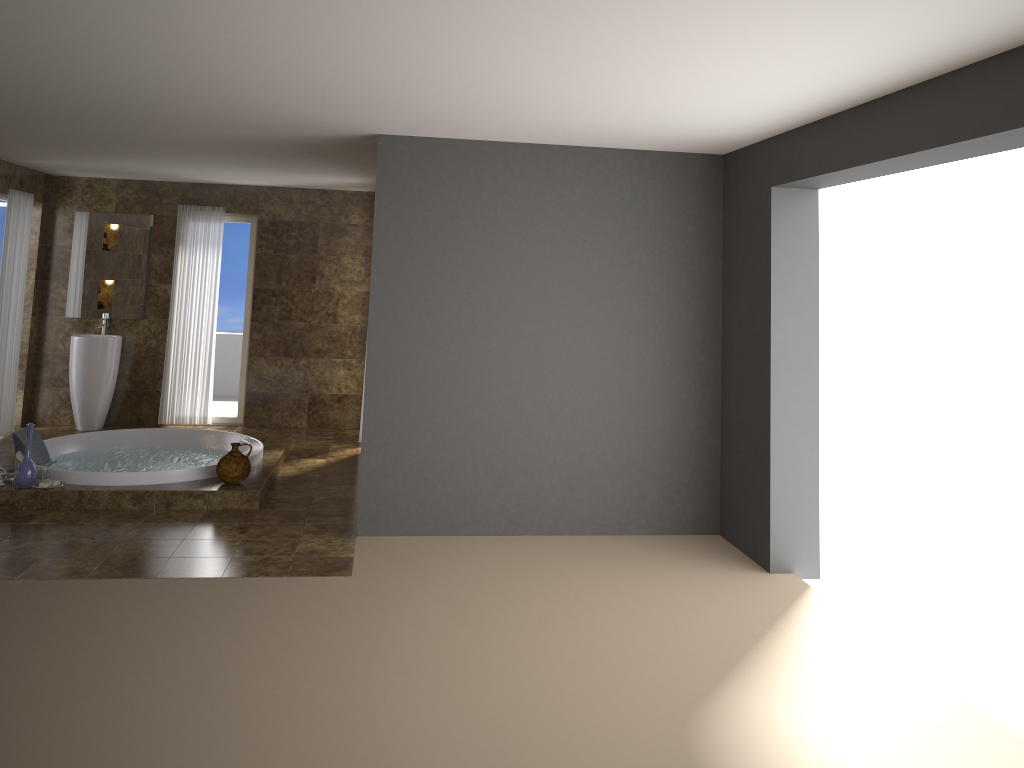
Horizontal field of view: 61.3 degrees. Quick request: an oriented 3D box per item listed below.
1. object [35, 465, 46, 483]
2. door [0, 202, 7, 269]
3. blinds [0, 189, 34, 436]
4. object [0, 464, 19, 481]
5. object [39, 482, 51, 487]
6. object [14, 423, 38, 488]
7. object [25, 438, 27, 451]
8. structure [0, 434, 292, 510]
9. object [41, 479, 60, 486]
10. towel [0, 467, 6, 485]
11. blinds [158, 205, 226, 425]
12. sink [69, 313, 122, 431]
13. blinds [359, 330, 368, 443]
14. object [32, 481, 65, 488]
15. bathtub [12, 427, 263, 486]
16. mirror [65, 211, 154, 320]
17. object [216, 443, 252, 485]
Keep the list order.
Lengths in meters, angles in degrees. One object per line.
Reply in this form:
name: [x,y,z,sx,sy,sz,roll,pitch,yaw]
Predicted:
object: [-3.177,0.606,5.830,0.057,0.116,0.057,-2,-5,44]
door: [-5.374,-0.677,8.315,0.957,2.246,0.039,3,-6,-18]
blinds: [-4.605,-0.656,7.951,0.068,2.296,0.591,3,-6,-9]
object: [-3.435,0.605,5.924,0.169,0.076,0.170,0,5,-27]
object: [-3.059,0.659,5.661,0.053,0.034,0.073,2,4,-8]
object: [-3.203,0.468,5.716,0.136,0.423,0.133,2,-5,-1]
object: [-3.281,0.506,5.837,0.130,0.311,0.128,2,-4,-1]
structure: [-2.834,0.641,6.664,2.001,0.125,2.007,1,7,-8]
object: [-3.062,0.654,5.732,0.101,0.032,0.061,3,4,7]
towel: [-3.558,0.611,5.699,0.340,0.151,0.319,5,5,36]
blinds: [-3.279,-0.723,8.893,0.518,2.284,0.066,3,-6,-8]
sink: [-4.124,-0.125,8.519,0.458,1.146,0.431,3,-5,-6]
blinds: [-1.405,-0.602,8.505,0.069,2.296,0.476,3,-6,-9]
object: [-3.065,0.671,5.719,0.189,0.018,0.190,0,7,-19]
bathtub: [-2.835,0.633,6.663,1.755,0.526,1.745,4,6,23]
mirror: [-4.118,-1.214,8.857,0.767,1.101,0.008,2,-6,-8]
object: [-1.935,0.551,6.017,0.228,0.277,0.229,3,-1,-36]
